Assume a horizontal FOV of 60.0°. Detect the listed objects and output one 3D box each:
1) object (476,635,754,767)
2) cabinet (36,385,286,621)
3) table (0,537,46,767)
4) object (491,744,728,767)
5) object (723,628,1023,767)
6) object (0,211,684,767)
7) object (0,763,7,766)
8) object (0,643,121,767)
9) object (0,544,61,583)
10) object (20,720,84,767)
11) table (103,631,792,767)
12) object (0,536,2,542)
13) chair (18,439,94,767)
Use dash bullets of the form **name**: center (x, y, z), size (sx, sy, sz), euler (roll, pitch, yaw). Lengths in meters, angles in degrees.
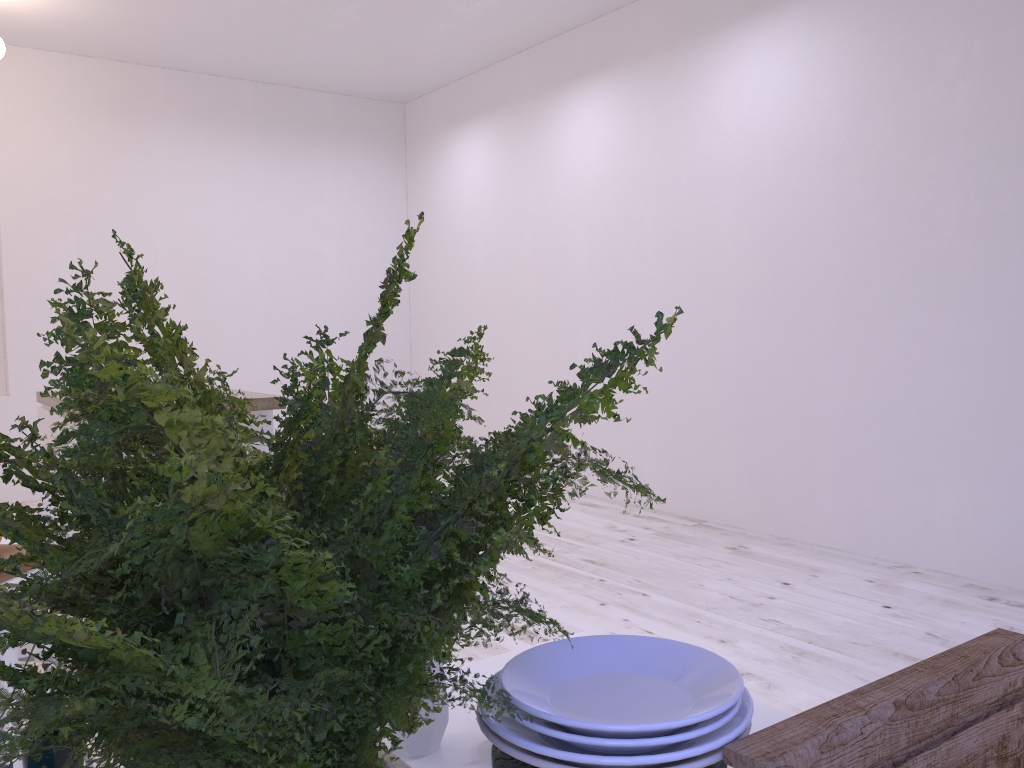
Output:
- **object**: center (0.060, 0.194, 0.534), size (0.164, 0.047, 0.163), euler (0, 4, 14)
- **cabinet**: center (-1.421, 0.459, 3.534), size (0.654, 0.842, 1.167), euler (-4, 4, -36)
- **table**: center (-1.460, 0.690, 1.598), size (1.140, 0.629, 1.140), euler (-2, 4, -7)
- **object**: center (0.053, 0.320, 0.548), size (0.159, 0.208, 0.185), euler (-4, 4, -36)
- **object**: center (0.241, 0.302, 0.550), size (0.294, 0.237, 0.028), euler (-4, 4, -36)
- **object**: center (-0.135, 0.162, 0.547), size (0.438, 0.527, 0.368), euler (-4, 4, -35)
- **object**: center (-0.457, 0.380, 0.795), size (0.080, 0.058, 0.069), euler (1, 4, 27)
- **object**: center (-0.479, 0.275, 0.424), size (0.668, 0.367, 0.531), euler (-2, 4, -11)
- **object**: center (-1.041, 0.351, 1.647), size (0.224, 0.024, 0.347), euler (-1, 4, 4)
- **object**: center (-0.449, 0.373, 0.874), size (0.055, 0.077, 0.070), euler (-2, 4, -10)
- **table**: center (-0.285, 0.735, 0.619), size (1.514, 0.619, 0.736), euler (-4, 4, -36)
- **object**: center (-1.021, 0.303, 1.629), size (0.129, 0.075, 0.285), euler (-1, 4, 1)
- **chair**: center (-1.154, 0.556, 1.929), size (0.483, 0.845, 0.604), euler (-4, 4, -36)
